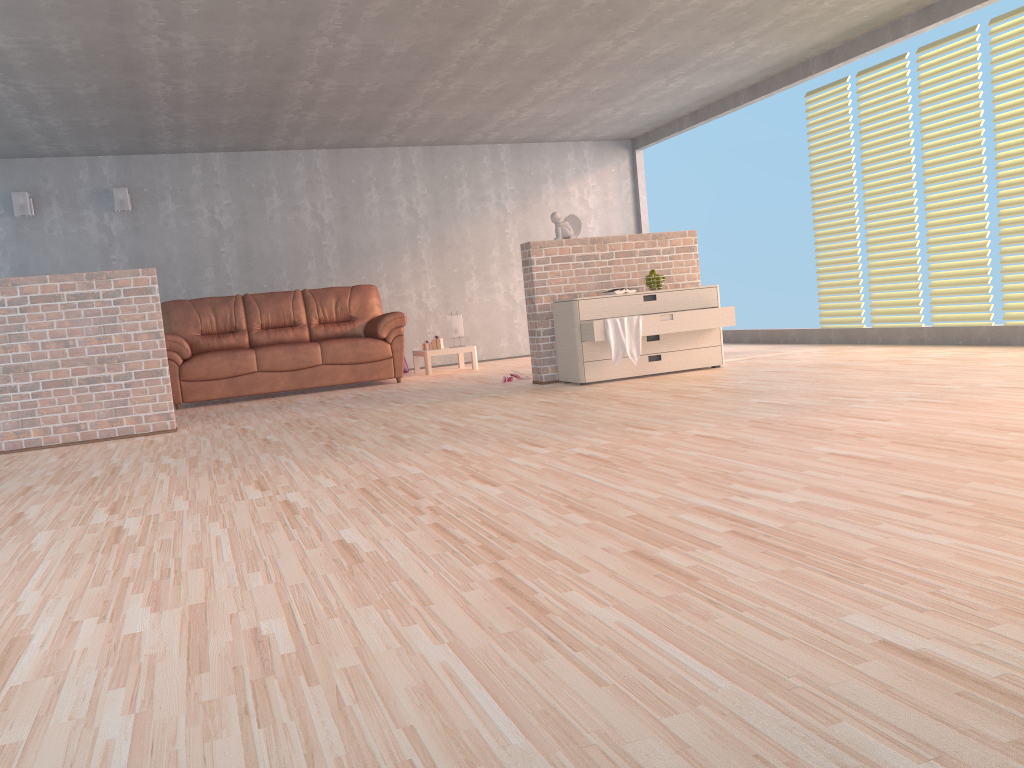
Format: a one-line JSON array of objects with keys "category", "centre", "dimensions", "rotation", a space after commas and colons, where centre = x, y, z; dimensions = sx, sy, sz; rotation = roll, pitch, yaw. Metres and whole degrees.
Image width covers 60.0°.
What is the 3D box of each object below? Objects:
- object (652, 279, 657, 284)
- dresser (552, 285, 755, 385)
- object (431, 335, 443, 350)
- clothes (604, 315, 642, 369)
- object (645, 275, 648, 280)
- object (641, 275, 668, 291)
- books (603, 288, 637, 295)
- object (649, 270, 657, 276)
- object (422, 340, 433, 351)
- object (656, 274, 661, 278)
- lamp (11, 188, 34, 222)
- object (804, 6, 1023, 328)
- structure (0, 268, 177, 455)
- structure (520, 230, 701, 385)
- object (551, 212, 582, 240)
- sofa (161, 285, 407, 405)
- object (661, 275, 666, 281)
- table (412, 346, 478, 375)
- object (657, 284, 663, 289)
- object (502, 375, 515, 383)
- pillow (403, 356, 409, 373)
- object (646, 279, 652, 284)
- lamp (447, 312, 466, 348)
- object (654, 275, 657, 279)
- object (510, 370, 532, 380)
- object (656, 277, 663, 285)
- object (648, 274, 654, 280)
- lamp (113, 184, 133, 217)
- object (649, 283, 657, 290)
[{"category": "object", "centre": [1.050, -0.759, 6.553], "dimensions": [0.038, 0.040, 0.039], "rotation": [-6, 5, -11]}, {"category": "dresser", "centre": [1.212, -0.393, 6.527], "dimensions": [1.686, 0.612, 0.605], "rotation": [-7, 5, -20]}, {"category": "object", "centre": [-0.766, -0.429, 9.101], "dimensions": [0.099, 0.147, 0.102], "rotation": [-5, 5, 9]}, {"category": "clothes", "centre": [0.773, -0.276, 6.066], "dimensions": [0.325, 0.369, 0.097], "rotation": [-7, 5, -19]}, {"category": "object", "centre": [1.018, -0.787, 6.620], "dimensions": [0.049, 0.053, 0.054], "rotation": [-5, 5, 11]}, {"category": "object", "centre": [1.066, -0.747, 6.611], "dimensions": [0.202, 0.104, 0.202], "rotation": [-8, 5, -26]}, {"category": "books", "centre": [0.785, -0.674, 6.448], "dimensions": [0.209, 0.040, 0.146], "rotation": [-8, 6, -29]}, {"category": "object", "centre": [1.051, -0.825, 6.609], "dimensions": [0.054, 0.056, 0.054], "rotation": [-7, 5, -20]}, {"category": "object", "centre": [-0.852, -0.402, 9.147], "dimensions": [0.080, 0.105, 0.152], "rotation": [-2, 6, 39]}, {"category": "object", "centre": [1.093, -0.800, 6.619], "dimensions": [0.043, 0.043, 0.039], "rotation": [-9, 6, -34]}, {"category": "lamp", "centre": [-4.694, -1.714, 8.494], "dimensions": [0.165, 0.319, 0.168], "rotation": [-7, 5, -20]}, {"category": "object", "centre": [3.438, -1.418, 5.858], "dimensions": [0.044, 2.114, 4.372], "rotation": [-7, 5, -20]}, {"category": "structure", "centre": [-2.912, -0.136, 5.535], "dimensions": [1.422, 1.057, 0.211], "rotation": [-7, 5, -20]}, {"category": "structure", "centre": [0.804, -0.607, 6.862], "dimensions": [1.422, 1.057, 0.211], "rotation": [-7, 5, -20]}, {"category": "object", "centre": [0.401, -1.194, 6.681], "dimensions": [0.216, 0.218, 0.131], "rotation": [-7, 5, -20]}, {"category": "sofa", "centre": [-2.135, -0.418, 8.227], "dimensions": [2.202, 0.923, 0.981], "rotation": [-7, 5, -20]}, {"category": "object", "centre": [1.123, -0.788, 6.589], "dimensions": [0.047, 0.047, 0.046], "rotation": [-4, 5, 18]}, {"category": "table", "centre": [-0.698, -0.251, 9.210], "dimensions": [0.548, 0.241, 0.548], "rotation": [-7, 5, -20]}, {"category": "object", "centre": [1.100, -0.728, 6.607], "dimensions": [0.046, 0.048, 0.048], "rotation": [-8, 6, -31]}, {"category": "object", "centre": [-0.030, -0.045, 7.101], "dimensions": [0.078, 0.066, 0.192], "rotation": [-4, 5, 16]}, {"category": "pillow", "centre": [-1.313, -0.260, 9.607], "dimensions": [0.327, 0.326, 0.241], "rotation": [-8, 5, -26]}, {"category": "object", "centre": [1.015, -0.761, 6.579], "dimensions": [0.046, 0.044, 0.046], "rotation": [-8, 5, -24]}, {"category": "lamp", "centre": [-0.583, -0.567, 9.194], "dimensions": [0.140, 0.376, 0.140], "rotation": [-7, 5, -20]}, {"category": "object", "centre": [1.059, -0.787, 6.582], "dimensions": [0.039, 0.038, 0.039], "rotation": [-5, 5, 9]}, {"category": "object", "centre": [0.067, -0.077, 7.252], "dimensions": [0.188, 0.085, 0.069], "rotation": [-4, 5, 19]}, {"category": "object", "centre": [1.089, -0.765, 6.566], "dimensions": [0.057, 0.057, 0.057], "rotation": [-4, 5, 13]}, {"category": "object", "centre": [1.028, -0.794, 6.556], "dimensions": [0.046, 0.045, 0.046], "rotation": [-7, 5, -20]}, {"category": "lamp", "centre": [-3.869, -1.820, 8.793], "dimensions": [0.165, 0.319, 0.177], "rotation": [-7, 5, -20]}, {"category": "object", "centre": [1.047, -0.727, 6.592], "dimensions": [0.060, 0.055, 0.059], "rotation": [-3, 5, 25]}]
